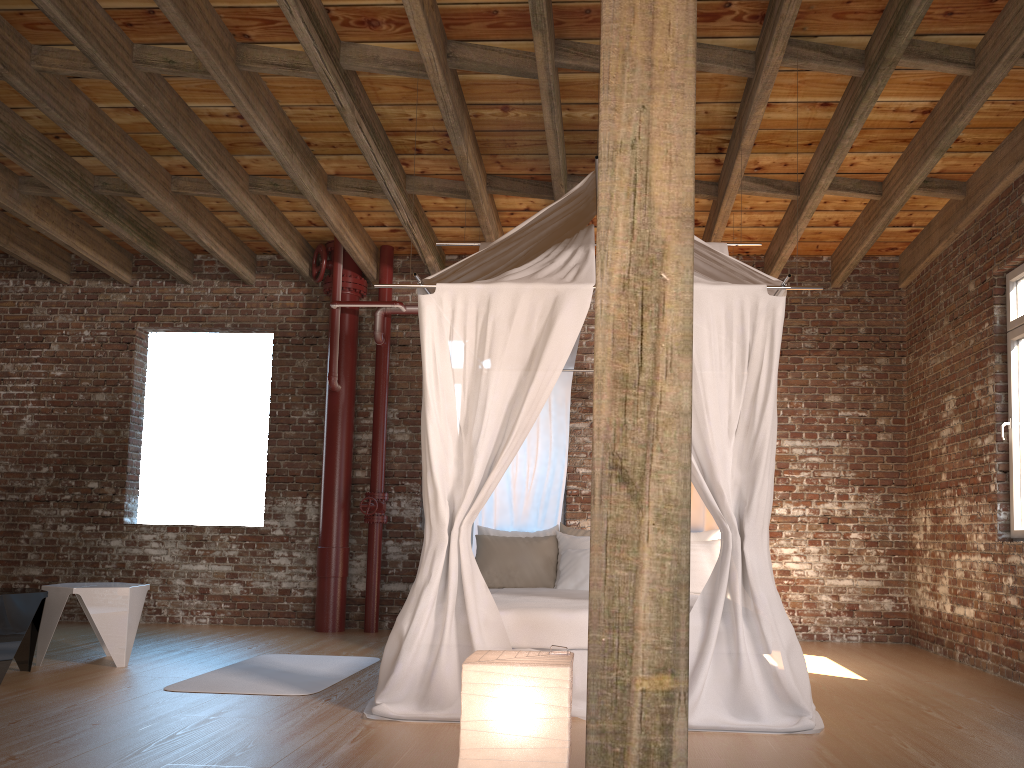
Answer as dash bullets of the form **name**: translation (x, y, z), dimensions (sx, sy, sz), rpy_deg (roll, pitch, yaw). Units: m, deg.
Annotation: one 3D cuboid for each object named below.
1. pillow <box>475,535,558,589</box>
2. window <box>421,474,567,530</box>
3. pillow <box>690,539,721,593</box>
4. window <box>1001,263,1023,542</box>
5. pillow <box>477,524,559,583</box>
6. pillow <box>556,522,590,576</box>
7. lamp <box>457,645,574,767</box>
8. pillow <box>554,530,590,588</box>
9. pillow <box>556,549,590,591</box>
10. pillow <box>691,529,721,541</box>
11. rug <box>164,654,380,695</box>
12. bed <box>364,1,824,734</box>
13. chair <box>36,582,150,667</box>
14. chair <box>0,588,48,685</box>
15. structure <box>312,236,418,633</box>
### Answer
- **pillow**: translation (0.020, 1.264, 6.225), dimensions (0.604, 0.411, 0.366), rpy_deg (1, -7, 2)
- **window**: translation (-0.154, 0.418, 7.945), dimensions (1.325, 1.835, 0.171), rpy_deg (1, -5, 3)
- **pillow**: translation (1.187, 1.276, 6.166), dimensions (0.619, 0.429, 0.300), rpy_deg (1, -6, 5)
- **window**: translation (3.263, 0.035, 5.267), dimensions (0.169, 1.835, 1.347), rpy_deg (1, -7, 6)
- **pillow**: translation (0.042, 1.262, 6.424), dimensions (0.623, 0.489, 0.204), rpy_deg (1, -6, 4)
- **pillow**: translation (0.617, 1.253, 6.400), dimensions (0.622, 0.491, 0.213), rpy_deg (1, -6, 3)
- **lamp**: translation (0.027, 1.105, 2.128), dimensions (0.357, 0.773, 1.408), rpy_deg (2, -9, -1)
- **pillow**: translation (0.600, 1.234, 6.196), dimensions (0.603, 0.400, 0.357), rpy_deg (1, -7, 2)
- **pillow**: translation (0.499, 1.268, 6.023), dimensions (0.377, 0.289, 0.221), rpy_deg (-1, -7, 13)
- **pillow**: translation (1.208, 1.265, 6.365), dimensions (0.621, 0.495, 0.212), rpy_deg (1, -6, 4)
- **rug**: translation (-1.379, 1.741, 5.342), dimensions (0.846, 0.007, 1.471), rpy_deg (0, -10, 6)
- **bed**: translation (0.548, -0.130, 5.461), dimensions (2.459, 3.854, 2.732), rpy_deg (1, -6, 5)
- **chair**: translation (-2.647, 1.523, 5.597), dimensions (0.632, 0.486, 0.527), rpy_deg (6, -9, -31)
- **chair**: translation (-2.951, 1.404, 4.933), dimensions (0.551, 0.486, 0.604), rpy_deg (8, -10, -41)
- **structure**: translation (-0.852, 0.404, 7.608), dimensions (1.969, 3.439, 0.589), rpy_deg (1, -5, 3)
